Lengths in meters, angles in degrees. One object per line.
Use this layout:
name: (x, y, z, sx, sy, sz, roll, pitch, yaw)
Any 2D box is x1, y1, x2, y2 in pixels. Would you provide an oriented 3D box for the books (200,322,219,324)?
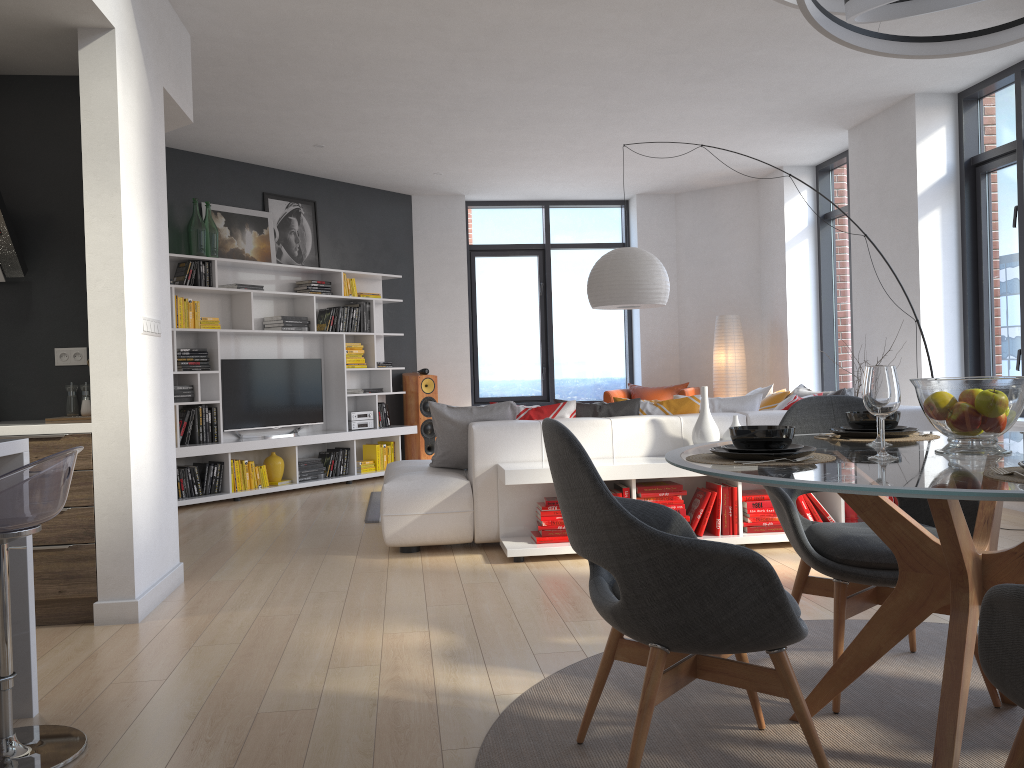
books: (-2.588, -0.511, 7.506, 0.113, 0.018, 0.169, -1, 1, 39)

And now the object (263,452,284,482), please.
object: (-2.128, 0.738, 7.920, 0.185, 0.257, 0.185, -2, 1, 15)

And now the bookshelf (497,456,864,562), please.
bookshelf: (1.237, 0.658, 4.991, 2.600, 0.500, 0.356, -2, 1, -7)

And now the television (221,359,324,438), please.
television: (-2.177, 0.123, 8.121, 0.207, 0.704, 1.102, -1, 1, 38)

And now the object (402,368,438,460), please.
object: (-0.998, 0.380, 9.459, 0.290, 1.088, 0.434, -2, 1, -37)

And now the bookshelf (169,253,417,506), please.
bookshelf: (-2.091, -0.053, 8.058, 0.455, 2.052, 3.000, -1, 1, 38)

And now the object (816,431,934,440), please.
object: (1.109, 0.154, 2.730, 0.309, 0.015, 0.206, -2, 1, -3)

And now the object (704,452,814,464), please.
object: (0.617, 0.176, 2.201, 0.206, 0.015, 0.309, -2, 1, -3)

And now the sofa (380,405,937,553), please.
sofa: (0.794, 0.539, 6.431, 3.424, 0.732, 2.614, -2, 1, -7)

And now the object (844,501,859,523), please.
object: (1.929, 0.678, 5.047, 0.125, 0.258, 0.125, -2, 1, -30)

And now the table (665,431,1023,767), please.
table: (1.152, 0.550, 2.201, 1.499, 0.764, 1.499, -2, 1, -18)

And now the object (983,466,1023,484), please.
object: (1.097, 0.175, 1.685, 0.360, 0.002, 0.360, -2, 1, -32)

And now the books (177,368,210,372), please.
books: (-2.685, -0.117, 7.389, 0.189, 0.026, 0.263, -1, 1, 36)

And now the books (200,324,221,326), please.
books: (-2.600, -0.497, 7.522, 0.148, 0.011, 0.196, -1, 1, 38)

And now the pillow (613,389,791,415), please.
pillow: (1.434, 0.268, 6.231, 0.630, 0.440, 2.095, -1, 1, 40)

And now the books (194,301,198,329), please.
books: (-2.690, -0.571, 7.419, 0.172, 0.234, 0.024, -1, 1, 38)

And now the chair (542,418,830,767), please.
chair: (0.395, 0.518, 2.158, 0.619, 0.891, 0.655, -2, 1, -6)

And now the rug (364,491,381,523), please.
rug: (0.023, 0.913, 7.086, 2.326, 0.016, 1.662, -2, 1, -7)

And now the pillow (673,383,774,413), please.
pillow: (1.599, 0.241, 6.503, 0.580, 0.456, 2.156, -2, 1, 19)

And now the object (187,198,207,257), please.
object: (-2.651, -1.309, 7.452, 0.157, 0.507, 0.157, -2, 1, -39)

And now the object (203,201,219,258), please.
object: (-2.600, -1.312, 7.610, 0.157, 0.507, 0.157, -2, 1, -39)

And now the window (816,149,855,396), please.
window: (3.256, -0.993, 8.306, 0.170, 2.402, 1.310, -2, 1, -7)

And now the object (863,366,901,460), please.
object: (0.879, 0.067, 2.105, 0.083, 0.220, 0.083, -1, 1, 21)

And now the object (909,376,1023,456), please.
object: (1.132, 0.077, 2.184, 0.278, 0.184, 0.278, -2, 1, 1)

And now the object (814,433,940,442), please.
object: (1.119, 0.162, 2.731, 0.360, 0.002, 0.360, -1, 1, 35)

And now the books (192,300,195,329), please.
books: (-2.708, -0.572, 7.402, 0.169, 0.239, 0.023, -1, 1, 38)

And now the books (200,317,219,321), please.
books: (-2.610, -0.547, 7.525, 0.138, 0.026, 0.186, -1, 1, 38)

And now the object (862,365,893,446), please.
object: (1.018, 0.059, 2.467, 0.083, 0.220, 0.083, -2, 1, -35)

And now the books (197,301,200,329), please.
books: (-2.677, -0.571, 7.442, 0.172, 0.234, 0.024, -1, 1, 38)

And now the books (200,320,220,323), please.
books: (-2.597, -0.527, 7.520, 0.134, 0.014, 0.187, -1, 1, 38)

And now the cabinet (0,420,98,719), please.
cabinet: (-2.600, -0.190, 1.847, 2.402, 2.501, 4.694, -2, 1, -7)

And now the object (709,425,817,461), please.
object: (0.622, 0.145, 2.207, 0.258, 0.074, 0.258, -2, 1, -27)

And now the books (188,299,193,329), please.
books: (-2.725, -0.577, 7.377, 0.185, 0.250, 0.035, -1, 1, 38)

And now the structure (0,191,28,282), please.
structure: (-2.733, -0.967, 3.982, 0.898, 0.998, 0.407, -2, 1, -7)

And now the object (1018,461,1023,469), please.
object: (1.102, 0.137, 1.672, 0.258, 0.074, 0.258, -2, 1, 13)

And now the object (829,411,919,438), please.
object: (1.117, 0.124, 2.742, 0.258, 0.074, 0.258, -2, 1, -27)

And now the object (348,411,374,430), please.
object: (-1.566, 0.361, 8.800, 0.270, 0.174, 0.285, -1, 1, 38)

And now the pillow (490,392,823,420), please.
pillow: (0.977, 0.299, 5.627, 2.250, 0.449, 0.575, -2, 1, -10)

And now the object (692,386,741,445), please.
object: (1.183, 0.210, 5.040, 0.316, 0.398, 0.319, -2, 1, 17)

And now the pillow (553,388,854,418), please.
pillow: (1.300, 0.262, 5.674, 2.120, 0.436, 0.608, -2, 1, -11)

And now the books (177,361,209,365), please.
books: (-2.706, -0.169, 7.396, 0.209, 0.030, 0.266, -1, 1, 36)

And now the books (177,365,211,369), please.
books: (-2.686, -0.142, 7.391, 0.189, 0.025, 0.270, -1, 1, 37)

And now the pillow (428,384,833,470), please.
pillow: (0.840, 0.269, 5.944, 2.953, 0.453, 0.647, -2, 1, -19)

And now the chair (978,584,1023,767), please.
chair: (1.129, 0.504, 1.431, 0.655, 0.891, 0.619, -2, 1, -1)

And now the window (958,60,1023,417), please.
window: (3.539, -0.975, 6.022, 0.170, 2.402, 1.310, -2, 1, -7)

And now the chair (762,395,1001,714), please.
chair: (1.133, 0.488, 2.819, 0.655, 0.891, 0.619, -2, 1, -1)

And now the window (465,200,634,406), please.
window: (0.429, -0.932, 10.400, 1.960, 2.402, 0.170, -2, 1, -7)

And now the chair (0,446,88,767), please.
chair: (-1.387, 0.596, 2.400, 0.434, 0.838, 0.475, -2, 1, -9)

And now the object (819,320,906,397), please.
object: (2.038, 0.011, 5.064, 0.406, 0.744, 0.607, -1, 1, 33)

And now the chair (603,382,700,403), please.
chair: (1.519, 0.417, 9.376, 0.896, 0.858, 0.843, -1, 1, 25)

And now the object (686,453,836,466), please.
object: (0.616, 0.183, 2.208, 0.360, 0.002, 0.360, -2, 1, -32)

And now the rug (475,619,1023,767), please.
rug: (1.153, 0.938, 2.204, 2.499, 0.010, 2.499, -2, 1, -34)

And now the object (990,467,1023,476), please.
object: (1.107, 0.167, 1.690, 0.309, 0.015, 0.206, -2, 1, 2)

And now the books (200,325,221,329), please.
books: (-2.596, -0.475, 7.520, 0.147, 0.033, 0.190, -1, 1, 38)

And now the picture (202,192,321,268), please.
picture: (-2.284, -1.424, 8.185, 0.076, 0.707, 1.279, -1, 1, 38)

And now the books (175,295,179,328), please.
books: (-2.804, -0.583, 7.272, 0.213, 0.270, 0.025, -1, 1, 38)

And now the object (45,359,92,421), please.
object: (-1.989, 0.007, 4.175, 0.330, 0.316, 0.221, -2, 1, -7)
